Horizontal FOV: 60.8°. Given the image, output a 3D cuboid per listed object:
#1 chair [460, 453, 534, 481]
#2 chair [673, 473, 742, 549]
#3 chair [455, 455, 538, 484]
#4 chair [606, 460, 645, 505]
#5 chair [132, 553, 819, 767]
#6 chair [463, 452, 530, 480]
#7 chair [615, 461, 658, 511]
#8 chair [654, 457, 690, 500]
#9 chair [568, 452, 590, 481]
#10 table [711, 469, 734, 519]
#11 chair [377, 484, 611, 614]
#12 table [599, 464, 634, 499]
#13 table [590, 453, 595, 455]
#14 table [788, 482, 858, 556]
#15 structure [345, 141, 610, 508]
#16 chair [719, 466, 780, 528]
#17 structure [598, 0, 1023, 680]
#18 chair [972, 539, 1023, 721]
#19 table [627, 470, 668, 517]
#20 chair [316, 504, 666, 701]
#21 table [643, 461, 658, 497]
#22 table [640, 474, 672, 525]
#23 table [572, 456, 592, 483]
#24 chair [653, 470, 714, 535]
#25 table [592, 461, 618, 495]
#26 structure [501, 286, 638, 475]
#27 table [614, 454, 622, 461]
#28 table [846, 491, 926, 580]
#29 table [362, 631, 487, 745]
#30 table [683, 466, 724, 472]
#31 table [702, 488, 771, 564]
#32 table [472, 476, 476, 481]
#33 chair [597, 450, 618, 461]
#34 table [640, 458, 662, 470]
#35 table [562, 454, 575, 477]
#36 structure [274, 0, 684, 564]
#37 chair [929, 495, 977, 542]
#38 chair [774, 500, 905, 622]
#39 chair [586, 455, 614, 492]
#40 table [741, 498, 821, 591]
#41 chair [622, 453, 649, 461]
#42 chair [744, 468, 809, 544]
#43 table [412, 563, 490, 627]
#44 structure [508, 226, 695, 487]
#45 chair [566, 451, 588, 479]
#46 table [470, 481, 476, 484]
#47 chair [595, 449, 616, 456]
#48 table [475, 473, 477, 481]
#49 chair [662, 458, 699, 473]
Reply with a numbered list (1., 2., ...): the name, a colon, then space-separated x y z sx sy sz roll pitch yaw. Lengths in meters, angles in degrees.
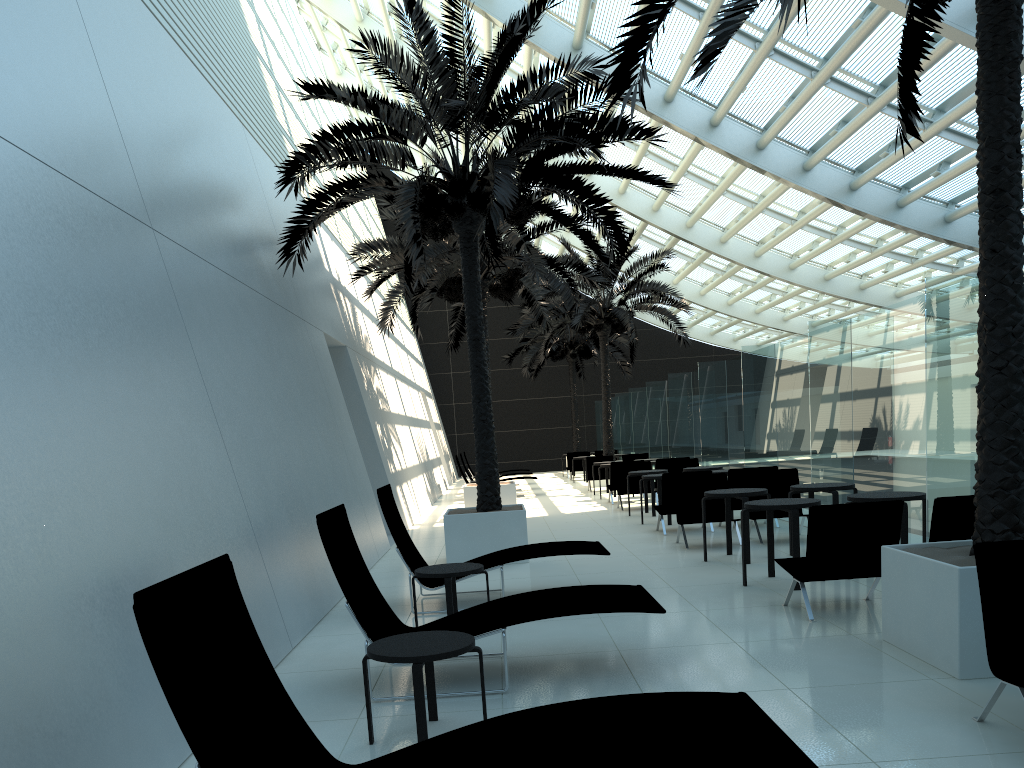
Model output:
1. chair: -0.424 2.490 24.969 2.036 1.170 0.913 -4 3 -1
2. chair: 2.496 1.602 11.036 0.716 0.896 0.880 -4 2 -1
3. chair: -0.382 2.333 22.398 2.036 1.170 0.913 -4 3 -1
4. chair: 2.390 2.050 18.385 0.716 0.896 0.880 -4 2 -1
5. chair: -0.066 1.152 3.067 2.036 1.170 0.913 -4 3 -1
6. chair: -0.468 2.652 27.620 2.036 1.170 0.913 -4 3 -1
7. chair: 2.404 1.948 16.688 0.716 0.896 0.880 -4 2 -1
8. chair: 3.321 1.989 18.392 0.716 0.896 0.880 -4 2 -1
9. chair: 2.220 2.636 27.958 0.716 0.896 0.880 -4 2 -1
10. table: 3.404 1.773 13.935 0.681 0.789 0.672 -1 3 42
11. chair: -0.151 1.466 8.209 2.036 1.170 0.913 -4 3 -1
12. table: 2.345 2.181 19.568 0.681 0.789 0.672 -1 3 42
13. table: 3.128 2.806 30.846 0.672 0.789 0.680 -6 4 -44
14. table: 3.482 1.517 9.760 0.681 0.789 0.671 -2 3 37
15. structure: -0.716 -0.848 16.648 4.297 6.964 4.571 -1 5 33
16. chair: 3.413 1.645 12.752 0.716 0.896 0.880 -4 2 -1
17. structure: 2.828 -1.847 4.953 4.833 7.092 4.384 -3 4 18
18. chair: 2.614 1.162 3.829 0.716 0.896 0.880 -4 2 -1
19. table: 2.422 1.925 15.393 0.681 0.789 0.671 -2 3 37
20. chair: -0.109 1.309 5.638 2.036 1.170 0.913 -4 3 -1
21. table: 3.312 2.118 19.575 0.681 0.789 0.672 -1 3 42
22. table: 2.437 1.836 13.927 0.681 0.789 0.672 -1 3 42
23. table: 2.238 2.614 26.663 0.681 0.789 0.671 -2 3 37
24. chair: 2.483 1.706 12.745 0.716 0.896 0.880 -4 2 -1
25. table: 2.330 2.268 20.998 0.681 0.789 0.671 -2 3 37
26. structure: 2.403 -0.181 32.230 4.430 7.090 4.786 -5 4 -22
27. table: 3.205 2.551 26.671 0.681 0.789 0.671 -2 3 37
28. table: 3.499 1.419 8.144 0.681 0.789 0.672 -1 3 42
29. table: -0.450 1.591 4.512 0.555 0.522 0.548 -2 2 42
30. table: 3.389 1.862 15.400 0.681 0.789 0.671 -2 3 37
31. table: 2.514 1.581 9.752 0.681 0.789 0.671 -2 3 37
32. table: -0.766 2.772 23.843 0.555 0.522 0.548 -2 2 42
33. chair: 3.150 2.575 27.965 0.716 0.896 0.880 -4 2 -1
34. table: 3.298 2.204 21.006 0.681 0.789 0.671 -2 3 37
35. table: 2.160 2.870 30.838 0.672 0.789 0.680 -6 4 -44
36. structure: -0.412 -1.197 10.655 4.614 6.903 4.256 -5 4 -22
37. chair: 3.508 1.291 6.961 0.716 0.896 0.880 -4 2 -1
38. chair: 2.577 1.352 6.953 0.716 0.896 0.880 -4 2 -1
39. chair: 2.312 2.289 22.269 0.716 0.896 0.880 -4 2 -1
40. table: 2.531 1.482 8.136 0.681 0.789 0.672 -1 3 42
41. chair: 3.243 2.228 22.276 0.716 0.896 0.880 -4 2 -1
42. chair: 3.427 1.541 11.043 0.716 0.896 0.880 -4 2 -1
43. table: -0.492 1.748 7.083 0.555 0.522 0.548 -2 2 42
44. structure: 2.510 -0.677 24.088 4.814 7.092 4.401 -4 4 -7
45. chair: 2.206 2.739 29.655 0.716 0.896 0.880 -4 2 -1
46. table: -0.724 2.615 21.272 0.555 0.522 0.547 -3 2 37
47. chair: 3.137 2.678 29.663 0.716 0.896 0.880 -4 2 -1
48. table: -0.809 2.934 26.495 0.555 0.522 0.548 -2 2 42
49. chair: 3.334 1.887 16.696 0.716 0.896 0.880 -4 2 -1
